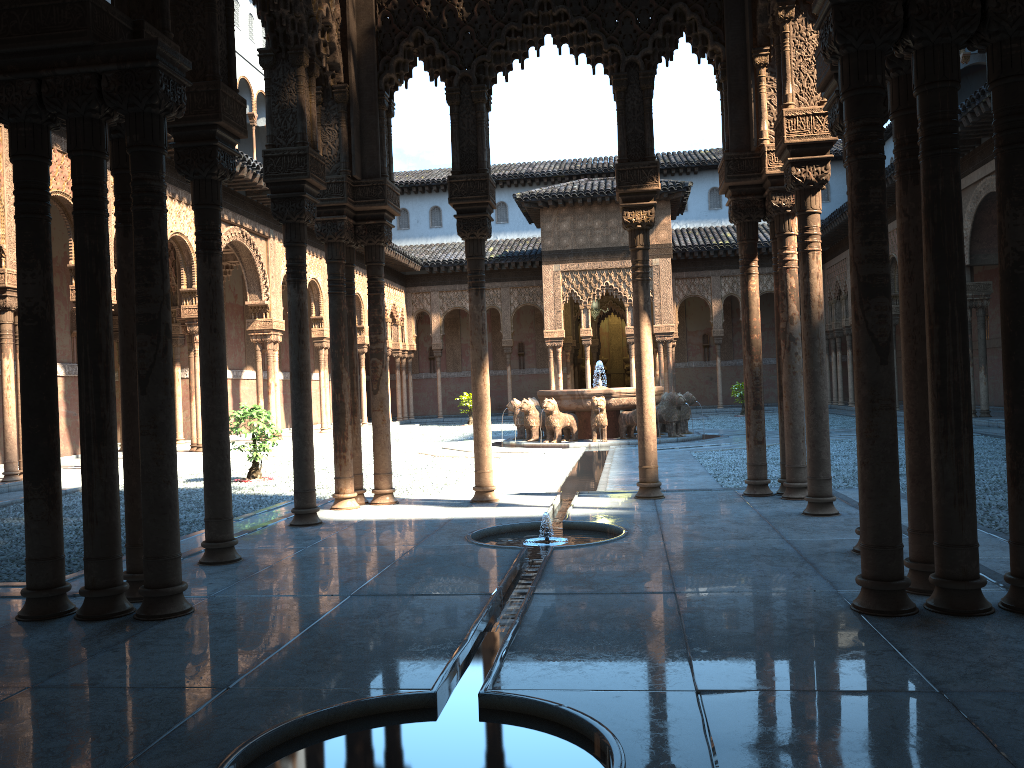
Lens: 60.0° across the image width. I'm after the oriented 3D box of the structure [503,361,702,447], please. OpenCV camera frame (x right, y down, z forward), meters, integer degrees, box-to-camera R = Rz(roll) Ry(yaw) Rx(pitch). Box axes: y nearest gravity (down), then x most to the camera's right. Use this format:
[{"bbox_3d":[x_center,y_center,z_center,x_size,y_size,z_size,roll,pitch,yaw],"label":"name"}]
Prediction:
[{"bbox_3d":[2.066,0.447,20.694,4.508,1.991,4.508,-2,0,7],"label":"structure"}]
